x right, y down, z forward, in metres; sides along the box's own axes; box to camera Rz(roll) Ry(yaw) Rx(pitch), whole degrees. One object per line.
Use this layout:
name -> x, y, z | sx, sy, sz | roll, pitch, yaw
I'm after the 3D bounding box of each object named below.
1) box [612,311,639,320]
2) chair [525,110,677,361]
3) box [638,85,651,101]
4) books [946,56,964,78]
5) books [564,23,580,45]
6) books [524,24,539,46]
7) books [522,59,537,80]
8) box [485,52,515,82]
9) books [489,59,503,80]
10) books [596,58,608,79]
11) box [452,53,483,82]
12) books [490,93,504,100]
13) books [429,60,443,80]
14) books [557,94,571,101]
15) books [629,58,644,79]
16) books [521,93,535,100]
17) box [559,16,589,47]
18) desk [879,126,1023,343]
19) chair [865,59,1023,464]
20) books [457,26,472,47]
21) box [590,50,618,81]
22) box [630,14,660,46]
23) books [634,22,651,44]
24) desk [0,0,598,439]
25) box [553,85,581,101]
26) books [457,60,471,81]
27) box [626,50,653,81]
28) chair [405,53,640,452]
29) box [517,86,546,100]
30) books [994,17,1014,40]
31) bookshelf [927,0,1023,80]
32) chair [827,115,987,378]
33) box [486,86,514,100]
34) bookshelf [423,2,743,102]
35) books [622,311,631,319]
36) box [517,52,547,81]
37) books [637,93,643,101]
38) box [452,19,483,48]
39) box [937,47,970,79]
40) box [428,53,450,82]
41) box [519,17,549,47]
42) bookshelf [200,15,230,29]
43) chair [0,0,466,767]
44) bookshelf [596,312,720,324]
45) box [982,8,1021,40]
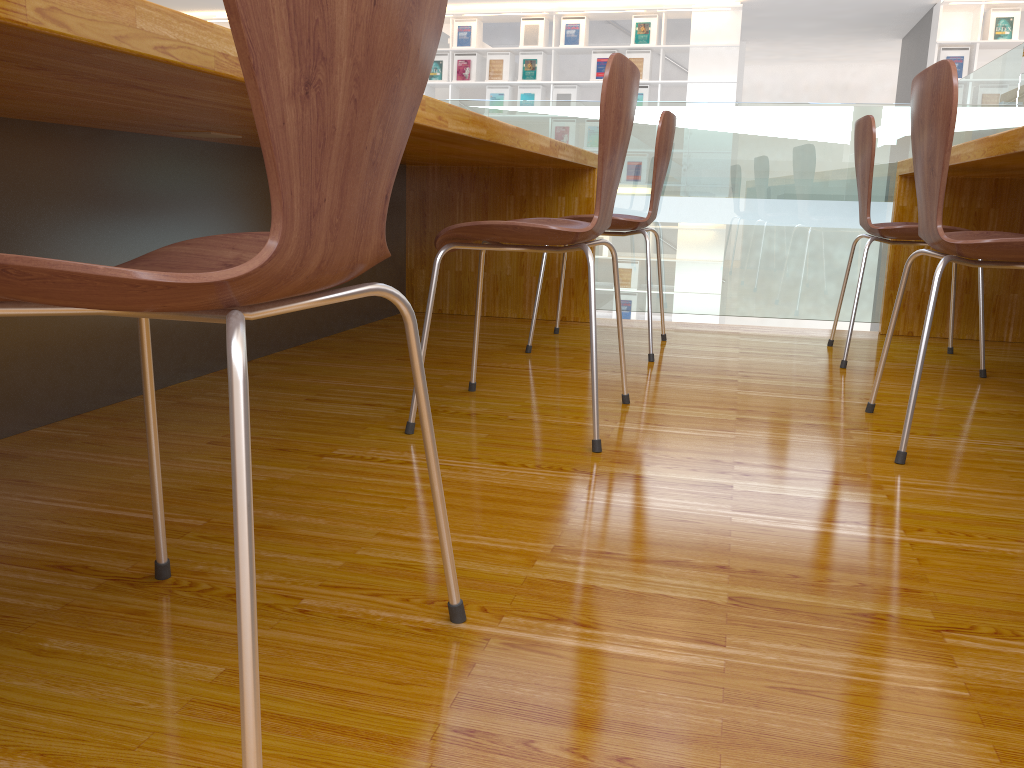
box -> 1.200, -0.827, 9.349 | 0.245, 0.296, 0.274 | 5, 12, 14
chair -> 0.283, -0.456, 2.690 | 0.381, 0.693, 0.428 | 5, 12, 14
box -> 1.256, -2.843, 8.926 | 0.245, 0.296, 0.274 | 5, 12, 14
books -> 4.055, -2.895, 8.132 | 0.145, 0.210, 0.037 | 5, 12, 14
books -> 0.601, -3.489, 8.856 | 0.145, 0.210, 0.037 | 5, 12, 14
books -> 0.194, -3.520, 8.957 | 0.145, 0.210, 0.037 | 5, 12, 14
books -> 0.179, -3.197, 9.026 | 0.145, 0.210, 0.037 | 5, 12, 14
box -> -0.123, -3.275, 9.202 | 0.245, 0.296, 0.274 | 5, 12, 14
books -> -0.165, -3.225, 9.114 | 0.145, 0.210, 0.037 | 5, 12, 14
books -> 0.916, -3.142, 8.846 | 0.145, 0.210, 0.037 | 5, 12, 14
box -> -0.467, -3.305, 9.300 | 0.245, 0.296, 0.274 | 5, 12, 14
books -> -0.159, -2.898, 9.176 | 0.145, 0.210, 0.037 | 5, 12, 14
books -> -0.795, -3.272, 9.272 | 0.145, 0.210, 0.037 | 5, 12, 14
books -> 0.523, -2.839, 9.008 | 0.145, 0.210, 0.037 | 5, 12, 14
books -> 1.222, -3.115, 8.771 | 0.145, 0.210, 0.037 | 5, 12, 14
books -> 0.156, -2.876, 9.100 | 0.145, 0.210, 0.037 | 5, 12, 14
box -> 0.630, -3.538, 8.951 | 0.245, 0.296, 0.274 | 5, 12, 14
desk -> 1.291, -0.132, 1.485 | 0.760, 0.606, 3.356 | 5, 12, 14
chair -> 0.925, -0.223, 1.661 | 0.381, 0.693, 0.428 | 5, 12, 14
books -> -0.491, -3.576, 9.126 | 0.145, 0.210, 0.037 | 5, 12, 14
box -> 0.934, -3.194, 8.940 | 0.245, 0.296, 0.274 | 5, 12, 14
box -> 1.319, -3.483, 8.780 | 0.245, 0.296, 0.274 | 5, 12, 14
books -> 1.279, -3.433, 8.688 | 0.145, 0.210, 0.037 | 5, 12, 14
desk -> -0.703, -0.068, 1.932 | 1.248, 1.022, 3.216 | 5, 12, 14
box -> 0.555, -2.899, 9.100 | 0.245, 0.296, 0.274 | 5, 12, 14
books -> -0.500, -3.253, 9.197 | 0.145, 0.210, 0.037 | 5, 12, 14
box -> 1.263, -3.165, 8.859 | 0.245, 0.296, 0.274 | 5, 12, 14
chair -> 0.040, -0.269, 1.768 | 0.381, 0.693, 0.428 | 5, 12, 14
box -> 0.197, -2.927, 9.188 | 0.245, 0.296, 0.274 | 5, 12, 14
books -> 4.424, -3.189, 7.978 | 0.145, 0.210, 0.037 | 5, 12, 14
bookshelf -> 5.316, -2.506, 7.917 | 2.984, 1.836, 0.498 | 5, 12, 14
chair -> 1.168, -0.409, 2.583 | 0.381, 0.693, 0.428 | 5, 12, 14
box -> -0.131, -2.953, 9.269 | 0.245, 0.296, 0.274 | 5, 12, 14
bookshelf -> 0.417, -2.895, 9.134 | 3.666, 1.836, 0.498 | 5, 12, 14
books -> 1.170, -0.770, 9.256 | 0.145, 0.210, 0.037 | 5, 12, 14
box -> 0.211, -3.248, 9.120 | 0.245, 0.296, 0.274 | 5, 12, 14
books -> 1.227, -2.788, 8.833 | 0.145, 0.210, 0.037 | 5, 12, 14
box -> -0.461, -3.624, 9.221 | 0.245, 0.296, 0.274 | 5, 12, 14
box -> 4.079, -2.956, 8.225 | 0.245, 0.296, 0.274 | 5, 12, 14
box -> -0.764, -3.327, 9.361 | 0.245, 0.296, 0.274 | 5, 12, 14
box -> 0.226, -3.570, 9.051 | 0.245, 0.296, 0.274 | 5, 12, 14
bookshelf -> -4.391, -3.276, 10.321 | 2.984, 1.836, 0.498 | 5, 12, 14
chair -> -0.274, -0.060, 0.728 | 0.381, 0.693, 0.428 | 5, 12, 14
bookshelf -> 0.375, -0.888, 9.605 | 3.666, 1.836, 0.397 | 5, 12, 14
box -> 4.456, -3.247, 8.067 | 0.245, 0.296, 0.274 | 5, 12, 14
